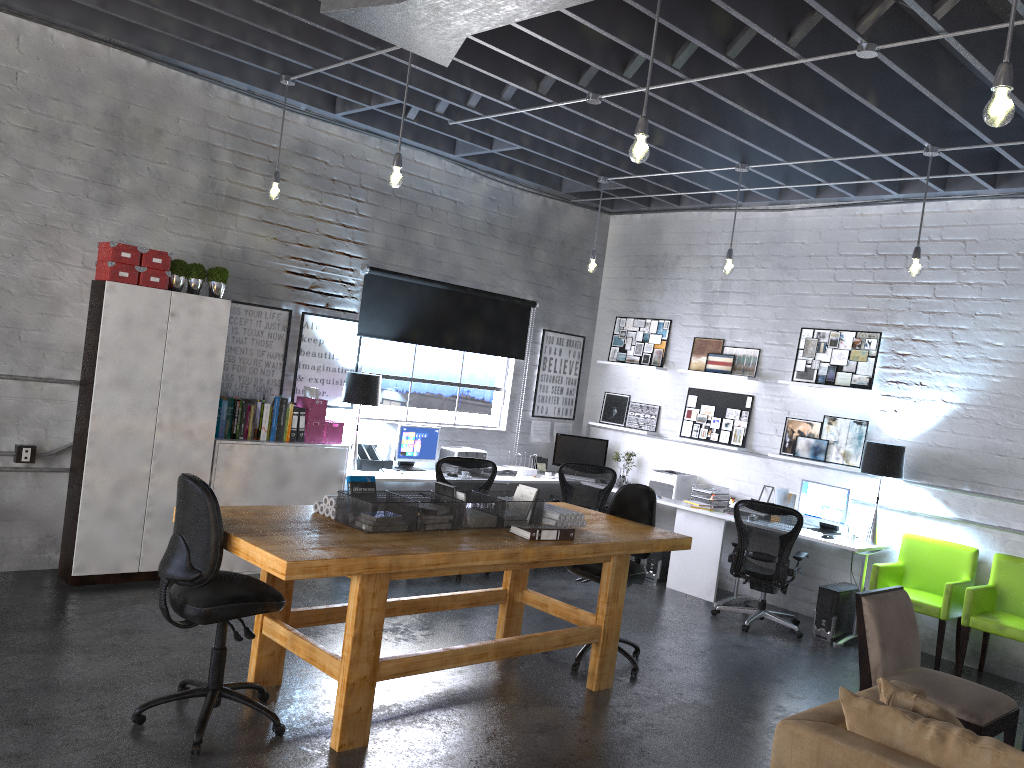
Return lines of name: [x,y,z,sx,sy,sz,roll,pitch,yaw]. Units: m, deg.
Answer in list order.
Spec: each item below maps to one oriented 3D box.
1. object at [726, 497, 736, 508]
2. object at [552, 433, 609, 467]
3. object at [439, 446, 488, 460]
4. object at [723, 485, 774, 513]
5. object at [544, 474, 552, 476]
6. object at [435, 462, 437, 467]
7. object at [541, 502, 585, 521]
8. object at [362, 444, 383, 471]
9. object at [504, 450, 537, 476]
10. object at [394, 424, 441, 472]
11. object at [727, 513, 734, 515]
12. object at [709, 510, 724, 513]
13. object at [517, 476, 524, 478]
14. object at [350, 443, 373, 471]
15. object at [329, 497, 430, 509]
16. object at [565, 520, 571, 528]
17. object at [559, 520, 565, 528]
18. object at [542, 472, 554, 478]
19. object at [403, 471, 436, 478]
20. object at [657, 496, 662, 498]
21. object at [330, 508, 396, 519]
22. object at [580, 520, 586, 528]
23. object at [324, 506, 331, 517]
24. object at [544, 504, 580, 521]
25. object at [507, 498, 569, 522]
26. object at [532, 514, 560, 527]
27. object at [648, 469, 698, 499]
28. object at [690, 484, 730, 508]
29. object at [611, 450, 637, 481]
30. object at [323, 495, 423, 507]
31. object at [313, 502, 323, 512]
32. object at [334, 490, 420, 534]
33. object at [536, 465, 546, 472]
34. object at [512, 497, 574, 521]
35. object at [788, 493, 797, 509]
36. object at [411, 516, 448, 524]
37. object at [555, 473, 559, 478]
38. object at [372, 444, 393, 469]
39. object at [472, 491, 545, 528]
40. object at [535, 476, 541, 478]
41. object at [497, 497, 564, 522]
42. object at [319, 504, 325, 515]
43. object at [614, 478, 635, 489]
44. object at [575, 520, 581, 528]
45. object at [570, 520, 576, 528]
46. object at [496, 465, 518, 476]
object: [2.057,1.116,8.307,0.067,0.116,0.093,6,2,-44]
object: [0.722,0.770,9.475,0.560,0.427,0.147,7,2,-7]
object: [-0.397,0.737,8.434,0.420,0.230,0.484,6,1,-44]
object: [2.208,1.060,8.086,0.400,0.280,0.405,6,2,-44]
object: [0.374,0.938,9.151,0.048,0.012,0.111,8,1,26]
object: [-0.665,0.775,8.250,0.090,0.090,0.082,7,1,-19]
object: [0.240,0.766,5.463,0.047,0.047,0.519,6,1,-44]
object: [-1.237,0.647,7.801,0.104,0.208,0.209,6,2,-43]
object: [0.087,0.805,9.031,0.233,0.208,0.324,6,2,-44]
object: [-0.900,0.582,8.087,0.465,0.417,0.211,6,2,-44]
object: [1.987,1.167,7.955,0.125,0.011,0.011,7,1,-5]
object: [1.848,1.152,8.002,0.141,0.007,0.008,7,1,-9]
object: [0.082,0.907,8.644,0.086,0.006,0.006,8,1,11]
object: [-1.313,0.638,7.729,0.104,0.208,0.209,6,2,-43]
object: [-0.708,0.645,4.822,0.636,0.057,0.057,7,2,-44]
object: [0.151,0.795,5.383,0.047,0.047,0.519,6,1,-44]
object: [0.118,0.792,5.351,0.047,0.047,0.519,6,1,-44]
object: [0.368,0.921,8.969,0.130,0.049,0.130,7,1,-27]
object: [-0.767,0.799,7.873,0.180,0.028,0.422,8,1,36]
object: [1.411,1.083,8.485,0.017,0.016,0.075,7,1,-19]
object: [-0.696,0.697,4.803,0.636,0.057,0.058,7,2,-44]
object: [0.251,0.808,5.480,0.047,0.047,0.519,6,1,-44]
object: [-0.735,0.691,4.845,0.636,0.058,0.057,7,2,-44]
object: [0.206,0.762,5.430,0.047,0.047,0.519,6,1,-44]
object: [0.140,0.754,5.366,0.047,0.047,0.519,6,1,-44]
object: [0.084,0.788,5.319,0.047,0.047,0.519,6,1,-44]
object: [1.583,0.991,8.762,0.351,0.235,0.350,6,2,-44]
object: [1.881,1.062,8.435,0.316,0.181,0.229,6,2,-44]
object: [1.155,0.862,9.269,0.297,0.363,0.271,8,1,1]
object: [-0.747,0.640,4.863,0.636,0.057,0.057,7,2,-44]
object: [-0.812,0.680,4.927,0.636,0.058,0.057,7,2,-44]
object: [-0.693,0.651,4.537,0.306,0.156,0.316,7,1,-44]
object: [0.291,0.860,9.297,0.088,0.141,0.155,7,2,-29]
object: [0.173,0.758,5.398,0.047,0.047,0.519,6,1,-44]
object: [2.409,1.101,7.863,0.237,0.259,0.087,6,2,-44]
object: [-0.482,0.711,4.753,0.234,0.022,0.185,8,1,39]
object: [0.654,0.967,9.148,0.422,0.028,0.181,8,1,6]
object: [-1.156,0.657,7.883,0.104,0.208,0.209,6,2,-44]
object: [-0.029,0.729,5.175,0.306,0.156,0.316,7,1,-44]
object: [0.258,0.924,8.802,0.058,0.020,0.071,8,1,10]
object: [0.100,0.749,5.328,0.519,0.047,0.047,8,2,44]
object: [-0.773,0.686,4.885,0.636,0.057,0.058,7,2,-44]
object: [1.089,1.001,8.942,0.279,0.081,0.411,8,1,16]
object: [0.218,0.803,5.447,0.047,0.047,0.519,6,1,-44]
object: [0.184,0.800,5.415,0.047,0.047,0.519,6,1,-44]
object: [-0.171,0.845,8.802,0.260,0.064,0.392,7,1,-44]
